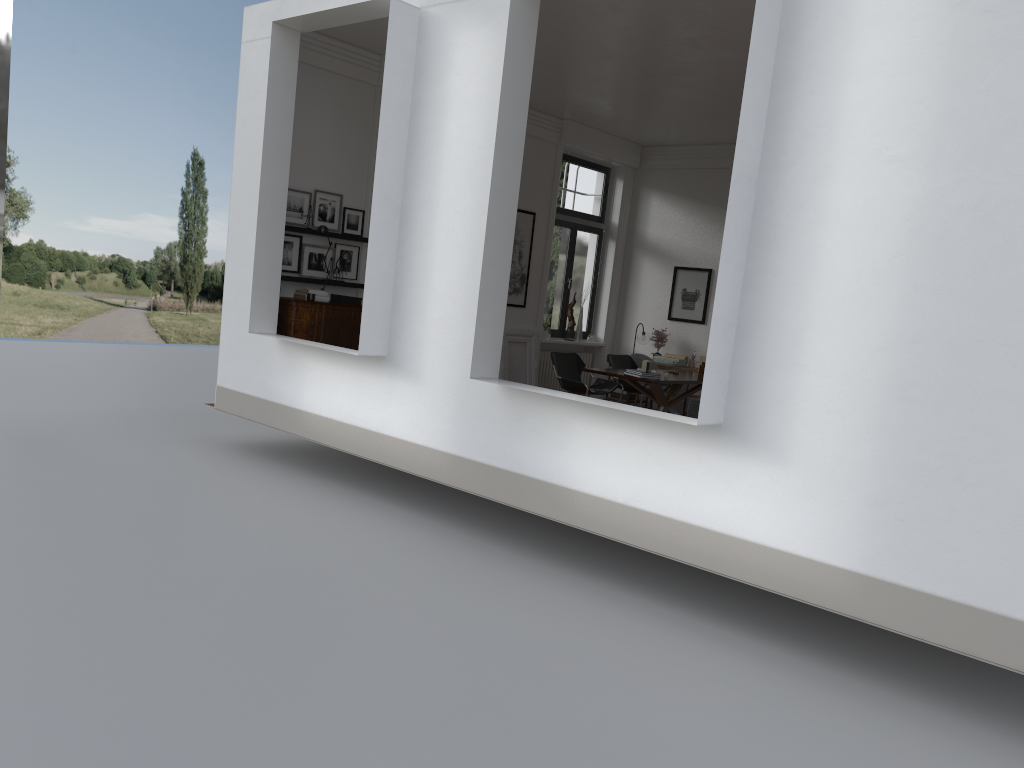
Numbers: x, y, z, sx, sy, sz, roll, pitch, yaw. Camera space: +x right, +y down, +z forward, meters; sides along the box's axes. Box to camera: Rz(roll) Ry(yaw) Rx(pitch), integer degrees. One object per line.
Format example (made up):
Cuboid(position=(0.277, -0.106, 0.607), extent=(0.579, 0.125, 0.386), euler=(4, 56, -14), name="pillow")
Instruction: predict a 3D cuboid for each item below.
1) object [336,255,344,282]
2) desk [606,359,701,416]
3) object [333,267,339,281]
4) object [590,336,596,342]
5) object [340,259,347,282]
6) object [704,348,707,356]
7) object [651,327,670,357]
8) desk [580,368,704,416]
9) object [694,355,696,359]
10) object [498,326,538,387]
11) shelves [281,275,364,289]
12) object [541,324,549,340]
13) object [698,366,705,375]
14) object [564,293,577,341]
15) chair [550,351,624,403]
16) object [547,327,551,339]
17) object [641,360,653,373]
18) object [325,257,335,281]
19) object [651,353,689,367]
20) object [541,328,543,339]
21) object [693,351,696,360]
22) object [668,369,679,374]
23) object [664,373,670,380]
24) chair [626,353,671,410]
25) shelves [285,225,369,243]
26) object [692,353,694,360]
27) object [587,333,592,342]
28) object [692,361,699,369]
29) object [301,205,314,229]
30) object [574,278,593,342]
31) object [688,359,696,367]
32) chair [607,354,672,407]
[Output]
Cuboid(position=(-1.939, -1.301, 9.973), extent=(0.040, 0.299, 0.118), euler=(13, 9, 41), name="object")
Cuboid(position=(2.262, 0.093, 13.016), extent=(1.794, 0.759, 0.647), euler=(12, 8, 41), name="desk")
Cuboid(position=(-1.961, -1.228, 9.913), extent=(0.040, 0.161, 0.066), euler=(13, 9, 41), name="object")
Cuboid(position=(1.261, -0.718, 14.048), extent=(0.132, 0.098, 0.134), euler=(8, 6, 12), name="object")
Cuboid(position=(-1.915, -1.287, 10.045), extent=(0.040, 0.262, 0.110), euler=(13, 9, 41), name="object")
Cuboid(position=(2.817, -0.360, 12.808), extent=(0.111, 0.303, 0.111), euler=(5, 7, -12), name="object")
Cuboid(position=(2.202, -0.600, 13.340), extent=(0.290, 0.530, 0.307), euler=(6, 7, -3), name="object")
Cuboid(position=(1.870, 0.259, 10.837), extent=(1.027, 0.753, 2.226), euler=(12, 8, 41), name="desk")
Cuboid(position=(2.657, -0.348, 12.963), extent=(0.054, 0.207, 0.008), euler=(10, 8, 24), name="object")
Cuboid(position=(0.091, -0.259, 12.439), extent=(0.233, 1.065, 0.830), euler=(13, 9, 41), name="object")
Cuboid(position=(-2.218, -1.128, 9.680), extent=(0.155, 0.055, 1.514), euler=(12, 8, 41), name="shelves")
Cuboid(position=(0.486, -0.772, 12.984), extent=(0.098, 0.245, 0.102), euler=(9, 7, 19), name="object")
Cuboid(position=(2.570, -0.196, 11.524), extent=(0.228, 0.167, 0.149), euler=(12, 8, 41), name="object")
Cuboid(position=(0.903, -1.027, 13.459), extent=(0.165, 0.755, 0.142), euler=(6, 7, -6), name="object")
Cuboid(position=(0.852, 0.082, 10.865), extent=(0.744, 0.875, 0.752), euler=(12, 9, 41), name="chair")
Cuboid(position=(0.538, -0.760, 13.213), extent=(0.097, 0.186, 0.099), euler=(3, 7, -25), name="object")
Cuboid(position=(1.521, -0.197, 9.985), extent=(0.082, 0.126, 0.275), euler=(8, 6, 15), name="object")
Cuboid(position=(-2.021, -1.281, 9.874), extent=(0.040, 0.261, 0.124), euler=(13, 9, 41), name="object")
Cuboid(position=(2.251, -0.365, 12.945), extent=(0.533, 0.149, 0.484), euler=(11, 8, 40), name="object")
Cuboid(position=(0.430, -0.770, 13.053), extent=(0.051, 0.214, 0.051), euler=(5, 7, -13), name="object")
Cuboid(position=(2.658, -0.365, 12.975), extent=(0.023, 0.240, 0.028), euler=(12, 9, 38), name="object")
Cuboid(position=(2.035, -0.161, 11.187), extent=(0.132, 0.047, 0.114), euler=(7, 6, 5), name="object")
Cuboid(position=(1.740, -0.086, 10.014), extent=(0.082, 0.065, 0.064), euler=(3, 7, -28), name="object")
Cuboid(position=(1.888, 0.022, 12.556), extent=(0.715, 0.902, 0.547), euler=(11, 8, 34), name="chair")
Cuboid(position=(-2.158, -1.646, 9.616), extent=(0.157, 0.055, 1.514), euler=(12, 8, 41), name="shelves")
Cuboid(position=(2.642, -0.350, 12.982), extent=(0.008, 0.207, 0.054), euler=(10, 8, 29), name="object")
Cuboid(position=(1.210, -0.724, 13.863), extent=(0.072, 0.134, 0.072), euler=(4, 7, -23), name="object")
Cuboid(position=(2.640, -0.274, 12.763), extent=(0.093, 0.102, 0.093), euler=(11, 8, 33), name="object")
Cuboid(position=(-2.200, -1.802, 9.548), extent=(0.040, 0.261, 0.174), euler=(13, 9, 41), name="object")
Cuboid(position=(1.124, -1.171, 13.630), extent=(0.295, 1.056, 0.289), euler=(0, 10, -45), name="object")
Cuboid(position=(2.630, -0.301, 12.963), extent=(0.075, 0.114, 0.058), euler=(12, 9, 41), name="object")
Cuboid(position=(1.638, 0.083, 11.739), extent=(0.744, 0.875, 0.752), euler=(12, 9, 41), name="chair")
